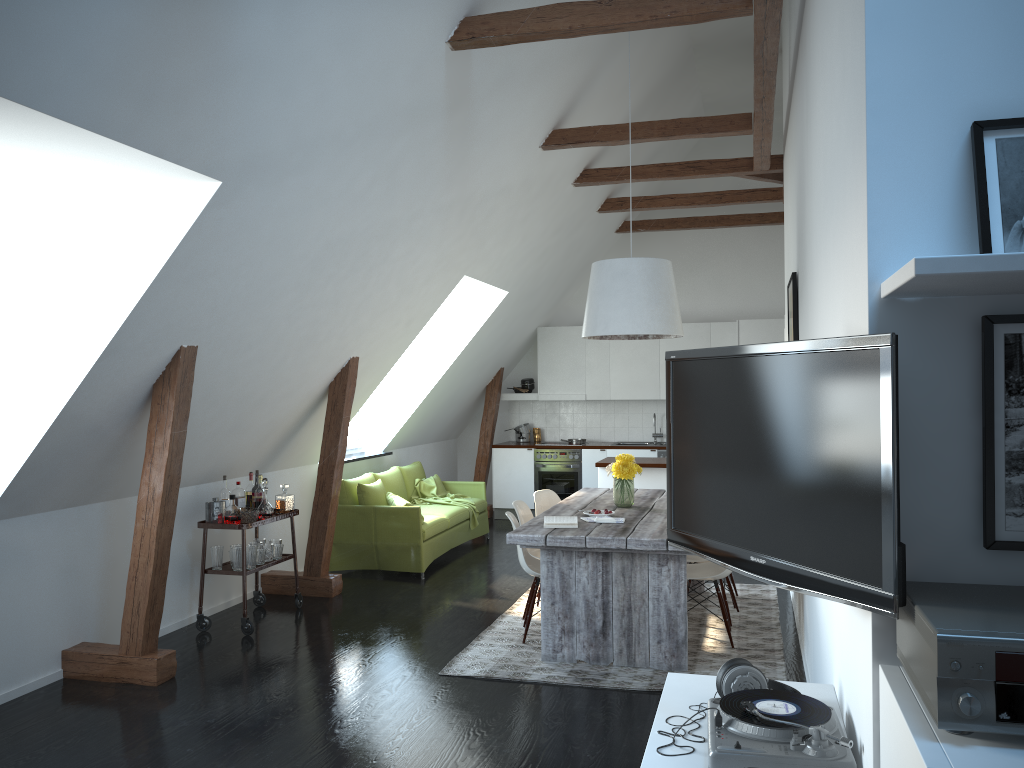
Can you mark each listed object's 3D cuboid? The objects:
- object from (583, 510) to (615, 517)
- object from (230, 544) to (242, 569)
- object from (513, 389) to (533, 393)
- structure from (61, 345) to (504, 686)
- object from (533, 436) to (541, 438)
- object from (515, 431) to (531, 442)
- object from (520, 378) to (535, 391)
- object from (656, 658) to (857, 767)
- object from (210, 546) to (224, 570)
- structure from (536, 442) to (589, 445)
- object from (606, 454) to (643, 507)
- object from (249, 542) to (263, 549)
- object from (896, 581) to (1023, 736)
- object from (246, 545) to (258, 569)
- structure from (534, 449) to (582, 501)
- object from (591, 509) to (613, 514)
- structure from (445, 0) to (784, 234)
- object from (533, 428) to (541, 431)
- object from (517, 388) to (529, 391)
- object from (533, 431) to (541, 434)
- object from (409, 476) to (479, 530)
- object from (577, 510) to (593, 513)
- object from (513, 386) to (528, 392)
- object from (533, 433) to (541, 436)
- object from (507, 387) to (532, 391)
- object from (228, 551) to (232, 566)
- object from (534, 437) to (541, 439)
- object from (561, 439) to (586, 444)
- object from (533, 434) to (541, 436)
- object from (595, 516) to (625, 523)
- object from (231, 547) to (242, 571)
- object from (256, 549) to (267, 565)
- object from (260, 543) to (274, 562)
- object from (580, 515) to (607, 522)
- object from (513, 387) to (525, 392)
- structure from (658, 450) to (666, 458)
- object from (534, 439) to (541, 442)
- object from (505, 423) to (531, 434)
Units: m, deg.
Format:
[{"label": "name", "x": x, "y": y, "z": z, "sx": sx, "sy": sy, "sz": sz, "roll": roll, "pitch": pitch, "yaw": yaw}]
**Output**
[{"label": "object", "x": 0.560, "y": 0.837, "z": 5.706, "sx": 0.205, "sy": 0.024, "sz": 0.205, "roll": -1, "pitch": 0, "yaw": 7}, {"label": "object", "x": -1.876, "y": 1.177, "z": 6.041, "sx": 0.087, "sy": 0.155, "sz": 0.087, "roll": 0, "pitch": 0, "yaw": -12}, {"label": "object", "x": 0.141, "y": 0.091, "z": 11.264, "sx": 0.243, "sy": 0.056, "sz": 0.350, "roll": -1, "pitch": 0, "yaw": 4}, {"label": "structure", "x": -2.173, "y": 0.689, "z": 5.284, "sx": 1.023, "sy": 1.963, "sz": 12.350, "roll": -1, "pitch": 0, "yaw": 15}, {"label": "object", "x": 0.323, "y": 0.684, "z": 11.353, "sx": 0.099, "sy": 0.051, "sz": 0.099, "roll": -1, "pitch": 0, "yaw": 1}, {"label": "object", "x": 0.150, "y": 0.666, "z": 11.294, "sx": 0.200, "sy": 0.154, "sz": 0.348, "roll": -1, "pitch": 0, "yaw": -5}, {"label": "object", "x": 0.200, "y": 0.005, "z": 11.313, "sx": 0.190, "sy": 0.166, "sz": 0.200, "roll": 0, "pitch": 0, "yaw": -22}, {"label": "object", "x": 0.743, "y": 1.032, "z": 2.807, "sx": 0.558, "sy": 0.162, "sz": 0.742, "roll": -1, "pitch": 0, "yaw": 12}, {"label": "object", "x": -1.994, "y": 1.178, "z": 5.996, "sx": 0.087, "sy": 0.155, "sz": 0.087, "roll": 0, "pitch": 0, "yaw": -12}, {"label": "structure", "x": 0.626, "y": 0.755, "z": 10.933, "sx": 0.574, "sy": 0.041, "sz": 0.504, "roll": -1, "pitch": 0, "yaw": 15}, {"label": "object", "x": 0.777, "y": 0.664, "z": 6.130, "sx": 0.233, "sy": 0.365, "sz": 0.293, "roll": 0, "pitch": 0, "yaw": -14}, {"label": "object", "x": -1.837, "y": 1.196, "z": 6.361, "sx": 0.095, "sy": 0.119, "sz": 0.095, "roll": 0, "pitch": 0, "yaw": -23}, {"label": "object", "x": 1.088, "y": 0.584, "z": 1.875, "sx": 0.435, "sy": 0.211, "sz": 0.496, "roll": -1, "pitch": 0, "yaw": 15}, {"label": "object", "x": -1.773, "y": 1.176, "z": 6.026, "sx": 0.087, "sy": 0.155, "sz": 0.087, "roll": 0, "pitch": 0, "yaw": -12}, {"label": "structure", "x": 0.637, "y": 1.146, "z": 10.944, "sx": 0.583, "sy": 0.725, "sz": 0.749, "roll": -1, "pitch": 0, "yaw": 15}, {"label": "object", "x": 0.575, "y": 0.824, "z": 5.713, "sx": 0.132, "sy": 0.034, "sz": 0.144, "roll": 0, "pitch": 0, "yaw": -13}, {"label": "structure", "x": 2.260, "y": -2.158, "z": 2.353, "sx": 10.230, "sy": 3.562, "sz": 15.910, "roll": -1, "pitch": 0, "yaw": 21}, {"label": "object", "x": 0.318, "y": 0.586, "z": 11.351, "sx": 0.100, "sy": 0.047, "sz": 0.099, "roll": -1, "pitch": 0, "yaw": 11}, {"label": "object", "x": 0.141, "y": 0.070, "z": 11.265, "sx": 0.065, "sy": 0.031, "sz": 0.335, "roll": 0, "pitch": 0, "yaw": -28}, {"label": "object", "x": 0.318, "y": 0.623, "z": 11.352, "sx": 0.100, "sy": 0.036, "sz": 0.100, "roll": 0, "pitch": 0, "yaw": -18}, {"label": "object", "x": -0.651, "y": 1.225, "z": 9.226, "sx": 0.722, "sy": 0.493, "sz": 0.711, "roll": -1, "pitch": 0, "yaw": 10}, {"label": "object", "x": 0.505, "y": 0.827, "z": 5.715, "sx": 0.194, "sy": 0.022, "sz": 0.019, "roll": -1, "pitch": 0, "yaw": 31}, {"label": "object", "x": 0.103, "y": 0.067, "z": 11.229, "sx": 0.061, "sy": 0.077, "sz": 0.331, "roll": 0, "pitch": 0, "yaw": -26}, {"label": "object", "x": 0.320, "y": 0.642, "z": 11.355, "sx": 0.099, "sy": 0.057, "sz": 0.101, "roll": -1, "pitch": 0, "yaw": 27}, {"label": "object", "x": 0.081, "y": 0.077, "z": 11.320, "sx": 0.357, "sy": 0.075, "sz": 0.244, "roll": 0, "pitch": 0, "yaw": -14}, {"label": "object", "x": -1.917, "y": 1.206, "z": 6.148, "sx": 0.092, "sy": 0.099, "sz": 0.092, "roll": -1, "pitch": 0, "yaw": -7}, {"label": "object", "x": 0.326, "y": 0.701, "z": 11.351, "sx": 0.100, "sy": 0.048, "sz": 0.099, "roll": -1, "pitch": 0, "yaw": 33}, {"label": "object", "x": 0.748, "y": 0.703, "z": 10.985, "sx": 0.351, "sy": 0.061, "sz": 0.232, "roll": 0, "pitch": 0, "yaw": -11}, {"label": "object", "x": 0.322, "y": 0.663, "z": 11.356, "sx": 0.099, "sy": 0.043, "sz": 0.100, "roll": -1, "pitch": 0, "yaw": 3}, {"label": "object", "x": 0.608, "y": 0.838, "z": 5.490, "sx": 0.182, "sy": 0.016, "sz": 0.179, "roll": -1, "pitch": 0, "yaw": 10}, {"label": "object", "x": -1.838, "y": 1.176, "z": 5.951, "sx": 0.087, "sy": 0.155, "sz": 0.087, "roll": 0, "pitch": 0, "yaw": -12}, {"label": "object", "x": -1.757, "y": 1.204, "z": 6.178, "sx": 0.092, "sy": 0.099, "sz": 0.092, "roll": -1, "pitch": 0, "yaw": -7}, {"label": "object", "x": -1.735, "y": 1.194, "z": 6.283, "sx": 0.095, "sy": 0.119, "sz": 0.095, "roll": 0, "pitch": 0, "yaw": -23}, {"label": "object", "x": 0.531, "y": 0.840, "z": 5.527, "sx": 0.182, "sy": 0.014, "sz": 0.185, "roll": 0, "pitch": 0, "yaw": -11}, {"label": "object", "x": 0.089, "y": 0.074, "z": 11.223, "sx": 0.065, "sy": 0.065, "sz": 0.332, "roll": 0, "pitch": 0, "yaw": -18}, {"label": "structure", "x": 2.058, "y": 1.127, "z": 10.471, "sx": 0.612, "sy": 0.725, "sz": 0.582, "roll": -1, "pitch": 0, "yaw": 15}, {"label": "object", "x": 0.328, "y": 0.723, "z": 11.352, "sx": 0.100, "sy": 0.036, "sz": 0.100, "roll": -1, "pitch": 0, "yaw": 12}, {"label": "object", "x": 0.064, "y": 0.588, "z": 11.348, "sx": 0.371, "sy": 0.169, "sz": 0.203, "roll": 0, "pitch": 0, "yaw": -13}]
